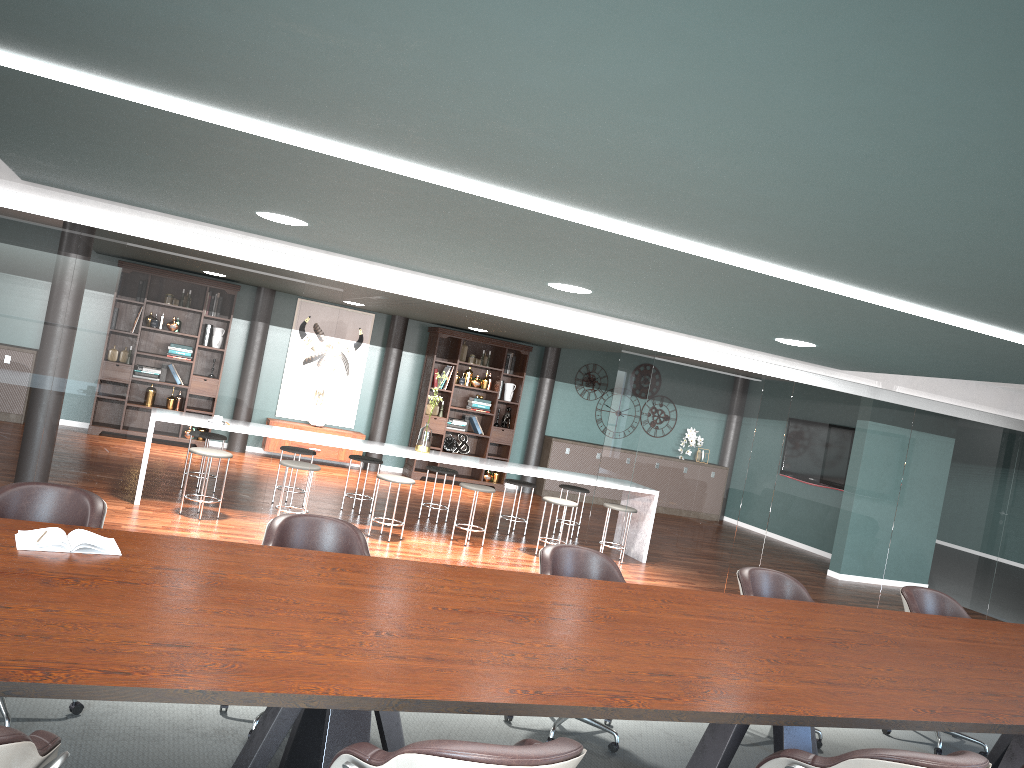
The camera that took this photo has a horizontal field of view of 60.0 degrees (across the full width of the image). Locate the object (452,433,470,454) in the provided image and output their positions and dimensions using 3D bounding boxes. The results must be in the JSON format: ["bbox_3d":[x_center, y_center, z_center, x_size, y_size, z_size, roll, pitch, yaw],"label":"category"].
[{"bbox_3d":[-0.669,0.795,11.861,0.233,0.268,0.051,11,0,-22],"label":"object"}]

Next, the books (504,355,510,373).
[{"bbox_3d":[-0.101,-0.271,11.950,0.042,0.248,0.194,11,0,-22],"label":"books"}]

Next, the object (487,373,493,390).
[{"bbox_3d":[-0.308,-0.033,11.931,0.092,0.222,0.092,11,0,12],"label":"object"}]

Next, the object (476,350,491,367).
[{"bbox_3d":[-0.393,-0.354,11.826,0.196,0.221,0.184,11,0,-22],"label":"object"}]

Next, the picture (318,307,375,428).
[{"bbox_3d":[-2.382,-0.252,11.362,1.002,1.512,0.031,11,0,-22],"label":"picture"}]

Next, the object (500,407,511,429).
[{"bbox_3d":[-0.083,0.445,11.995,0.116,0.286,0.215,11,0,-26],"label":"object"}]

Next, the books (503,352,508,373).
[{"bbox_3d":[-0.130,-0.297,11.938,0.027,0.286,0.184,11,0,-22],"label":"books"}]

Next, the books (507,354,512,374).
[{"bbox_3d":[-0.072,-0.277,11.961,0.016,0.268,0.205,11,0,-22],"label":"books"}]

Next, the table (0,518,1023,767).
[{"bbox_3d":[0.169,1.147,2.937,6.694,0.706,1.374,11,0,-22],"label":"table"}]

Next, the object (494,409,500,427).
[{"bbox_3d":[-0.191,0.457,11.937,0.077,0.228,0.077,11,0,-39],"label":"object"}]

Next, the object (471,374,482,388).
[{"bbox_3d":[-0.463,-0.039,11.717,0.144,0.175,0.073,11,0,-20],"label":"object"}]

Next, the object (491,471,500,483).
[{"bbox_3d":[-0.210,1.198,11.962,0.108,0.256,0.108,11,0,12],"label":"object"}]

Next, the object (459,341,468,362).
[{"bbox_3d":[-0.646,-0.429,11.738,0.104,0.273,0.104,11,0,14],"label":"object"}]

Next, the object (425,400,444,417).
[{"bbox_3d":[-1.030,0.299,11.621,0.250,0.221,0.186,11,0,-24],"label":"object"}]

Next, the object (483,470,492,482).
[{"bbox_3d":[-0.325,1.217,11.867,0.144,0.175,0.073,11,0,-20],"label":"object"}]

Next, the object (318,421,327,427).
[{"bbox_3d":[-2.467,0.481,11.215,0.245,0.112,0.261,11,0,-15],"label":"object"}]

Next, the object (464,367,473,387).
[{"bbox_3d":[-0.582,-0.099,11.774,0.114,0.251,0.114,11,0,4],"label":"object"}]

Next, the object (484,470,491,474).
[{"bbox_3d":[-0.334,1.219,11.996,0.099,0.169,0.099,11,0,42],"label":"object"}]

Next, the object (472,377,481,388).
[{"bbox_3d":[-0.471,-0.037,11.846,0.099,0.169,0.099,11,0,42],"label":"object"}]

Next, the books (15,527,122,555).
[{"bbox_3d":[-1.361,0.479,2.726,0.285,0.032,0.180,11,0,-32],"label":"books"}]

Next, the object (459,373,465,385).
[{"bbox_3d":[-0.653,-0.067,11.667,0.079,0.161,0.080,11,0,4],"label":"object"}]

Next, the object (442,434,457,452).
[{"bbox_3d":[-0.829,0.779,11.671,0.224,0.238,0.159,11,0,-22],"label":"object"}]

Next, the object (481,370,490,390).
[{"bbox_3d":[-0.348,-0.058,11.812,0.108,0.256,0.108,11,0,12],"label":"object"}]

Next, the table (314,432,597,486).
[{"bbox_3d":[-0.853,0.953,7.923,4.577,0.699,0.609,11,0,-22],"label":"table"}]

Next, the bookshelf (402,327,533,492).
[{"bbox_3d":[-0.600,0.344,11.821,1.339,1.984,0.482,11,0,-22],"label":"bookshelf"}]

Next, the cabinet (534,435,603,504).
[{"bbox_3d":[-2.495,0.578,11.171,12.287,0.820,0.402,11,0,-22],"label":"cabinet"}]

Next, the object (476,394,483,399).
[{"bbox_3d":[-0.440,0.171,11.854,0.104,0.052,0.100,11,0,-18],"label":"object"}]

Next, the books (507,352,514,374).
[{"bbox_3d":[-0.049,-0.281,11.971,0.027,0.286,0.184,11,0,-22],"label":"books"}]

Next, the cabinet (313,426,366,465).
[{"bbox_3d":[-2.502,0.724,11.201,1.200,0.379,0.368,11,0,-22],"label":"cabinet"}]

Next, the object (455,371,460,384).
[{"bbox_3d":[-0.737,-0.089,11.732,0.105,0.172,0.105,11,0,-26],"label":"object"}]

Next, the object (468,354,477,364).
[{"bbox_3d":[-0.526,-0.331,11.763,0.096,0.126,0.106,11,0,29],"label":"object"}]

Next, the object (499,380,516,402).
[{"bbox_3d":[-0.087,0.093,12.017,0.268,0.262,0.137,11,0,18],"label":"object"}]

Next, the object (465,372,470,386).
[{"bbox_3d":[-0.576,-0.067,11.666,0.040,0.191,0.040,11,0,-13],"label":"object"}]
